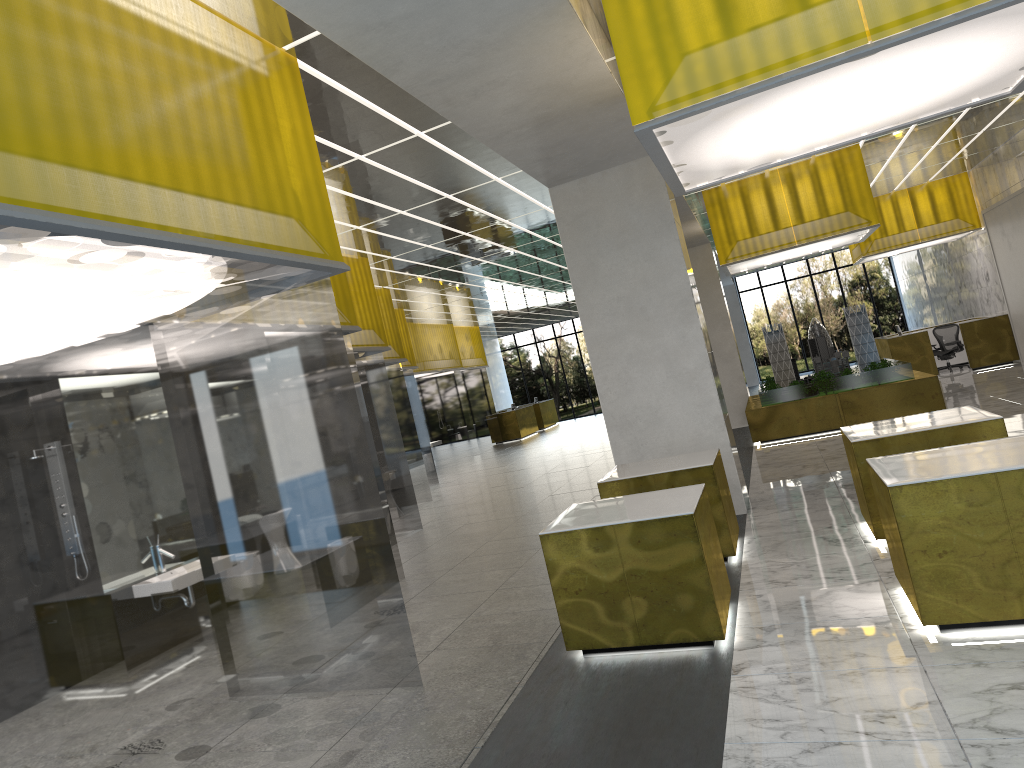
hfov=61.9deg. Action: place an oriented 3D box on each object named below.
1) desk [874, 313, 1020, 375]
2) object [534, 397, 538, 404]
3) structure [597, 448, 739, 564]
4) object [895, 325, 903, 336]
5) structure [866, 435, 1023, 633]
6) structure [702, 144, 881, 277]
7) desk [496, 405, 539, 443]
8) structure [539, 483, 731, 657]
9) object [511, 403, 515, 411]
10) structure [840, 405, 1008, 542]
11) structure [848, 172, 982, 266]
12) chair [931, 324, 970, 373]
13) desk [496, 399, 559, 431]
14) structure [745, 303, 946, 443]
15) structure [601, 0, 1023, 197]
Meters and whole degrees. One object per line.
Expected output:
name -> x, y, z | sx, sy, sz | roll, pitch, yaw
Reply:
desk -> 13.824, -1.108, 27.506 | 3.326, 1.510, 3.374 | -13, -1, 21
object -> 1.300, 1.120, 48.598 | 0.568, 0.668, 0.727 | -13, -2, 20
structure -> 1.964, 1.565, 10.515 | 1.411, 1.175, 1.398 | -13, -1, 21
object -> 12.846, -1.625, 27.959 | 0.569, 0.668, 0.727 | -13, -2, 20
structure -> 3.725, 1.140, 6.641 | 1.411, 1.175, 1.398 | -13, -1, 21
structure -> 6.359, -4.146, 20.022 | 3.366, 2.272, 3.142 | -13, -1, 21
desk -> -0.669, 2.260, 44.506 | 3.326, 1.510, 3.374 | -13, -1, 21
structure -> 1.189, 1.714, 7.892 | 1.411, 1.175, 1.398 | -13, -1, 21
object -> -0.024, 1.375, 44.119 | 0.569, 0.668, 0.727 | -13, -2, 20
structure -> 4.501, 0.990, 9.270 | 1.411, 1.175, 1.398 | -13, -1, 21
structure -> 12.744, -5.498, 27.748 | 3.366, 2.273, 3.019 | -13, -1, 22
chair -> 13.901, -1.133, 27.313 | 0.967, 1.496, 1.193 | -11, -3, -45
desk -> 0.643, 2.007, 48.946 | 3.326, 1.510, 3.374 | -13, -1, 21
structure -> 7.655, -0.439, 21.002 | 3.998, 2.574, 4.991 | -13, -1, 20
structure -> 2.584, -3.418, 7.247 | 3.366, 2.272, 3.142 | -13, -1, 21
